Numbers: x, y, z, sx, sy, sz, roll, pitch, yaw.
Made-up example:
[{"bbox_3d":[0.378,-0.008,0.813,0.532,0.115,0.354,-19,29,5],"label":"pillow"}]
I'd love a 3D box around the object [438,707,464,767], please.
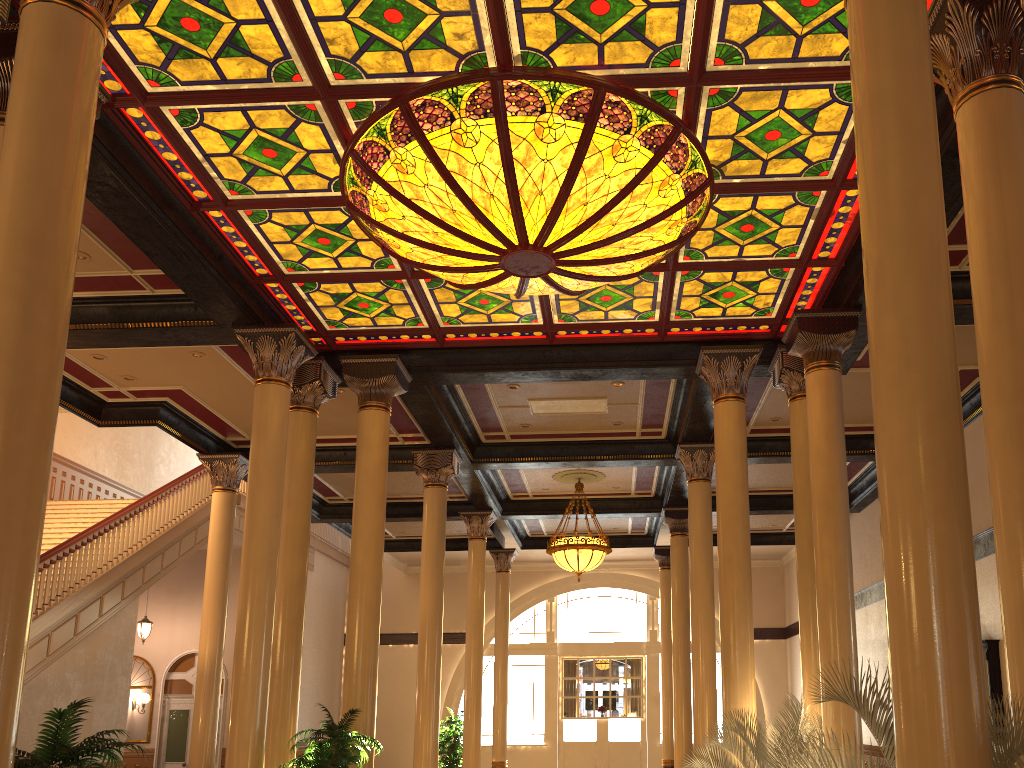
[{"bbox_3d":[-1.159,7.289,16.685,1.134,2.078,1.021,10,-17,-36],"label":"object"}]

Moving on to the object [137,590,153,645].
[{"bbox_3d":[-4.879,0.125,4.275,0.682,4.134,30.604,3,-21,-11],"label":"object"}]

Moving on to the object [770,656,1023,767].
[{"bbox_3d":[1.688,2.322,3.746,1.807,2.195,2.174,-2,-16,8],"label":"object"}]

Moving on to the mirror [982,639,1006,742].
[{"bbox_3d":[6.253,4.026,11.762,0.198,1.497,1.452,-1,-16,6],"label":"mirror"}]

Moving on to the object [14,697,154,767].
[{"bbox_3d":[-2.203,2.590,4.173,1.046,2.078,1.108,2,-14,-7],"label":"object"}]

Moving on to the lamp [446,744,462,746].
[{"bbox_3d":[-1.199,7.354,17.588,0.446,0.428,0.417,13,-21,-39],"label":"lamp"}]

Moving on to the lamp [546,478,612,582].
[{"bbox_3d":[1.202,2.617,15.570,1.191,1.841,1.234,0,-14,-1],"label":"lamp"}]

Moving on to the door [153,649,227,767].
[{"bbox_3d":[-7.002,7.550,18.993,1.467,3.360,0.209,0,-12,2],"label":"door"}]

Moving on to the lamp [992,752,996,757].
[{"bbox_3d":[6.145,4.918,11.295,0.318,0.405,0.332,0,-15,1],"label":"lamp"}]

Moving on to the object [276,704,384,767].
[{"bbox_3d":[-1.758,4.106,8.220,1.134,2.078,1.021,10,-17,-36],"label":"object"}]

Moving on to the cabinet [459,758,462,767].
[{"bbox_3d":[-1.048,8.170,17.674,0.531,1.084,0.975,-1,-16,5],"label":"cabinet"}]

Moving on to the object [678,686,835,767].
[{"bbox_3d":[2.524,3.865,7.845,2.075,2.181,1.866,2,-16,-7],"label":"object"}]

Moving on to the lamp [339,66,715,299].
[{"bbox_3d":[0.135,-1.244,7.036,2.985,0.582,3.138,-1,-20,2],"label":"lamp"}]
